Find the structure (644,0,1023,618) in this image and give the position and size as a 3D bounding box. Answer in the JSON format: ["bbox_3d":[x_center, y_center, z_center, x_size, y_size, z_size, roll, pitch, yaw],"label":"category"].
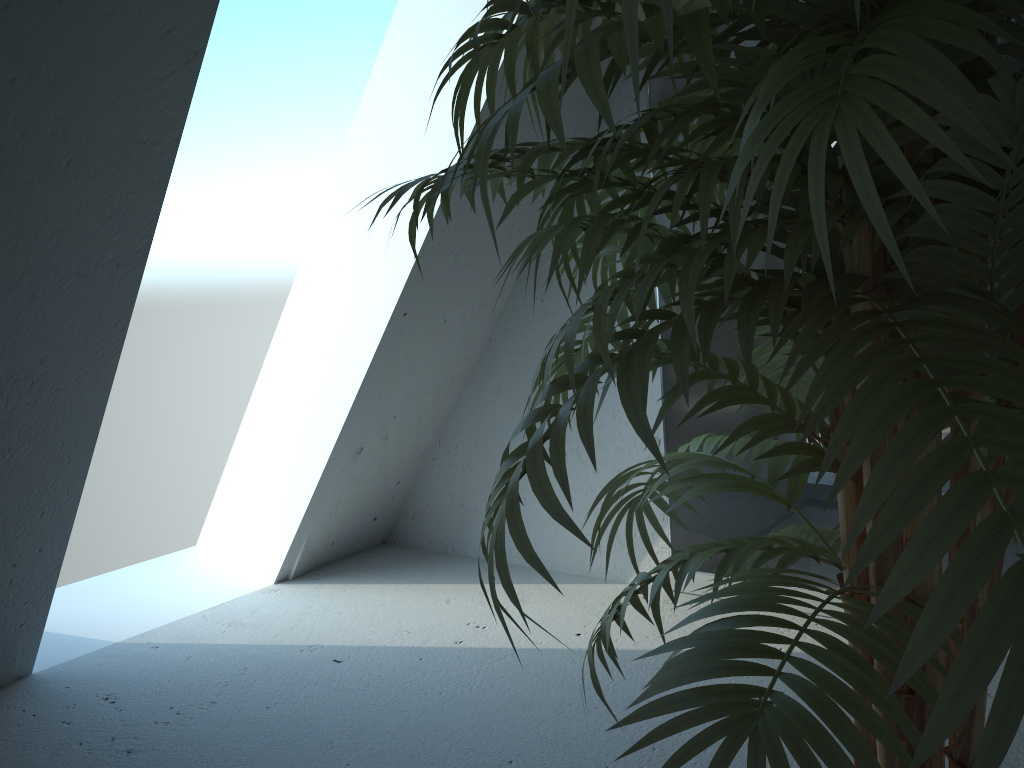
[{"bbox_3d":[1.310,-0.572,1.903,1.835,2.114,1.184,1,8,37],"label":"structure"}]

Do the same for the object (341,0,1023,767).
[{"bbox_3d":[0.289,-0.334,0.687,1.020,2.034,0.980,-4,6,-4],"label":"object"}]
